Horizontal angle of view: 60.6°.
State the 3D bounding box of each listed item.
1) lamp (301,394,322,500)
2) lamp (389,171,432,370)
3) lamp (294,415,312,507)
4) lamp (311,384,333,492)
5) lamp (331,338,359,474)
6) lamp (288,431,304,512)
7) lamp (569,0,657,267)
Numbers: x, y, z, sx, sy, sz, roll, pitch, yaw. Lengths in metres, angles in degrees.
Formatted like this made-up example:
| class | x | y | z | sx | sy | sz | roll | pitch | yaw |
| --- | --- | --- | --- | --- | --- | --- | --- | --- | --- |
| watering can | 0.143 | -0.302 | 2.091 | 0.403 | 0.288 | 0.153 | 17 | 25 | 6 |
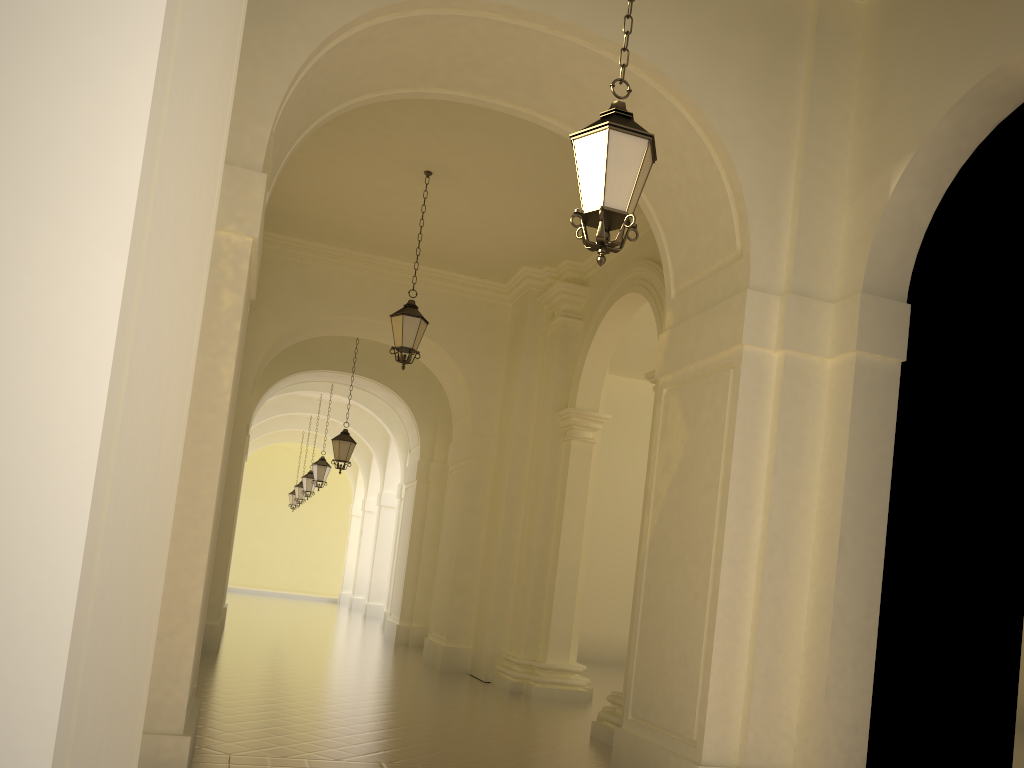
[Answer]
| class | x | y | z | sx | sy | sz | roll | pitch | yaw |
| --- | --- | --- | --- | --- | --- | --- | --- | --- | --- |
| lamp | -5.780 | 1.778 | 25.651 | 0.513 | 3.271 | 0.445 | 8 | -4 | -16 |
| lamp | -1.206 | -1.422 | 10.965 | 0.441 | 2.535 | 0.518 | 6 | -4 | 14 |
| lamp | -6.906 | 2.480 | 29.307 | 0.513 | 3.271 | 0.445 | 8 | -4 | -16 |
| lamp | -4.634 | 1.063 | 21.929 | 0.513 | 3.271 | 0.445 | 8 | -4 | -16 |
| lamp | -3.148 | 0.137 | 17.104 | 0.508 | 3.271 | 0.449 | 3 | -6 | 44 |
| lamp | -8.025 | 3.178 | 32.940 | 0.513 | 3.271 | 0.445 | 8 | -4 | -16 |
| lamp | 0.659 | -2.239 | 4.738 | 0.508 | 3.271 | 0.449 | 3 | -6 | 44 |
